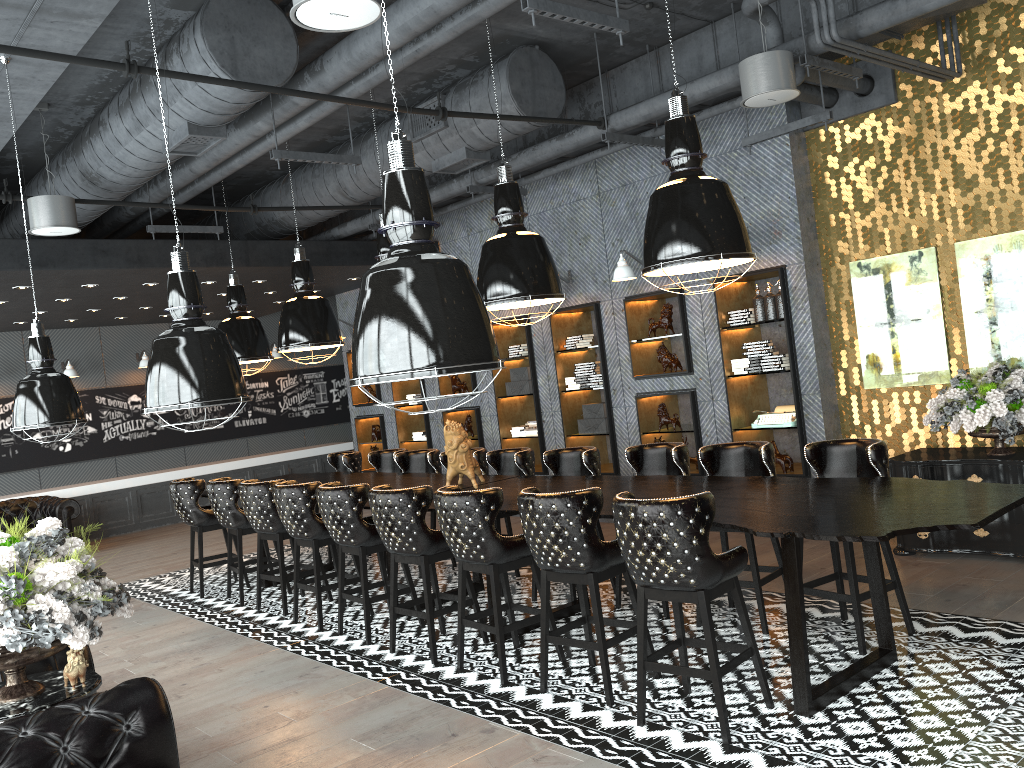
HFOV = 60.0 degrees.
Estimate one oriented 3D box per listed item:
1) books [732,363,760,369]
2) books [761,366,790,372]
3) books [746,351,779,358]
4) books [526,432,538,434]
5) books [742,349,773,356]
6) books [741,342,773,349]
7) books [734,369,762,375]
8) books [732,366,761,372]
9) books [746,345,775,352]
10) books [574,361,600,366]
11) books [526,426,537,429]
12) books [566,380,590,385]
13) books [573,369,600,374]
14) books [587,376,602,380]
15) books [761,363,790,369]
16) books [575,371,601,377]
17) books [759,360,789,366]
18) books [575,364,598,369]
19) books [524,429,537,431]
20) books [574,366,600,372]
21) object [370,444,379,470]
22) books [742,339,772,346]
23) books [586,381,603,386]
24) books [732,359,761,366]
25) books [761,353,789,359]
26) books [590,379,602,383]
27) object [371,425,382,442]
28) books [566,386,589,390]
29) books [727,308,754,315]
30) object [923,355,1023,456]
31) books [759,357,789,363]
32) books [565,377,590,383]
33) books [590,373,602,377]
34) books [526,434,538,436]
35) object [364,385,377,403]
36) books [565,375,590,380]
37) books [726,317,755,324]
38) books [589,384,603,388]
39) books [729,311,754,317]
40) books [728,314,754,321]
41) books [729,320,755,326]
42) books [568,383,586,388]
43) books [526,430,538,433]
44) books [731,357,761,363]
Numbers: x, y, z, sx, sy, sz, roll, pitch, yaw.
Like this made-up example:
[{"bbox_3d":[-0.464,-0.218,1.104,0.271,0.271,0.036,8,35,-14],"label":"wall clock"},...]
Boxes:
[{"bbox_3d":[2.170,-0.170,8.147,0.246,0.028,0.193,-8,1,-39],"label":"books"},{"bbox_3d":[2.390,-0.138,7.928,0.194,0.028,0.245,-8,1,-40],"label":"books"},{"bbox_3d":[2.281,-0.267,8.065,0.245,0.028,0.194,-7,1,32],"label":"books"},{"bbox_3d":[0.295,0.566,10.372,0.159,0.021,0.224,-7,1,-32],"label":"books"},{"bbox_3d":[2.227,-0.289,8.034,0.245,0.028,0.194,-7,1,25],"label":"books"},{"bbox_3d":[2.234,-0.347,8.075,0.245,0.028,0.194,-7,1,29],"label":"books"},{"bbox_3d":[2.196,-0.117,8.151,0.245,0.028,0.193,-7,1,-26],"label":"books"},{"bbox_3d":[2.168,-0.141,8.103,0.245,0.028,0.193,-7,1,-20],"label":"books"},{"bbox_3d":[2.262,-0.322,8.055,0.245,0.028,0.193,-7,1,19],"label":"books"},{"bbox_3d":[0.829,-0.225,9.718,0.245,0.028,0.193,-7,1,24],"label":"books"},{"bbox_3d":[0.288,0.503,10.379,0.197,0.023,0.248,-7,1,-24],"label":"books"},{"bbox_3d":[0.745,-0.017,9.809,0.245,0.028,0.193,-7,1,-35],"label":"books"},{"bbox_3d":[0.817,-0.138,9.695,0.245,0.028,0.193,-7,1,21],"label":"books"},{"bbox_3d":[0.965,-0.070,9.608,0.245,0.028,0.194,-6,1,39],"label":"books"},{"bbox_3d":[2.386,-0.166,7.929,0.193,0.028,0.245,-7,1,-28],"label":"books"},{"bbox_3d":[0.828,-0.111,9.699,0.245,0.028,0.193,-7,1,18],"label":"books"},{"bbox_3d":[2.378,-0.193,7.949,0.194,0.028,0.245,-8,1,-39],"label":"books"},{"bbox_3d":[0.818,-0.195,9.714,0.245,0.028,0.193,-7,1,10],"label":"books"},{"bbox_3d":[0.286,0.525,10.368,0.205,0.019,0.264,-8,1,-42],"label":"books"},{"bbox_3d":[0.824,-0.168,9.732,0.245,0.028,0.193,-7,1,19],"label":"books"},{"bbox_3d":[-1.953,1.069,12.968,0.268,0.362,0.170,-7,0,42],"label":"object"},{"bbox_3d":[2.235,-0.376,8.078,0.245,0.028,0.193,-7,1,20],"label":"books"},{"bbox_3d":[0.946,-0.011,9.577,0.194,0.028,0.245,-7,1,-30],"label":"books"},{"bbox_3d":[2.160,-0.198,8.141,0.193,0.028,0.246,-6,1,44],"label":"books"},{"bbox_3d":[2.392,-0.252,7.940,0.194,0.028,0.245,-8,1,-42],"label":"books"},{"bbox_3d":[0.996,-0.046,9.607,0.194,0.028,0.245,-8,1,-45],"label":"books"},{"bbox_3d":[-1.971,0.715,13.014,0.126,0.249,0.253,-7,0,24],"label":"object"},{"bbox_3d":[0.745,0.040,9.789,0.193,0.028,0.246,-6,1,42],"label":"books"},{"bbox_3d":[2.138,-0.671,8.157,0.194,0.028,0.245,-8,1,-38],"label":"books"},{"bbox_3d":[3.445,0.169,6.349,0.848,0.663,0.875,-7,1,-10],"label":"object"},{"bbox_3d":[2.382,-0.222,7.956,0.194,0.028,0.245,-7,1,-35],"label":"books"},{"bbox_3d":[0.737,-0.044,9.765,0.245,0.028,0.193,-7,1,-28],"label":"books"},{"bbox_3d":[0.994,-0.102,9.586,0.245,0.028,0.194,-6,1,44],"label":"books"},{"bbox_3d":[0.297,0.587,10.362,0.167,0.023,0.228,-8,1,-41],"label":"books"},{"bbox_3d":[-2.045,0.136,12.938,0.155,0.329,0.236,-7,0,-36],"label":"object"},{"bbox_3d":[0.736,-0.073,9.794,0.245,0.028,0.193,-7,1,-34],"label":"books"},{"bbox_3d":[2.128,-0.585,8.165,0.194,0.028,0.245,-7,1,-37],"label":"books"},{"bbox_3d":[0.985,0.013,9.582,0.194,0.028,0.245,-7,1,-37],"label":"books"},{"bbox_3d":[2.155,-0.645,8.141,0.194,0.028,0.245,-8,1,-41],"label":"books"},{"bbox_3d":[2.144,-0.615,8.142,0.194,0.028,0.245,-8,1,-39],"label":"books"},{"bbox_3d":[2.158,-0.560,8.150,0.194,0.028,0.245,-7,1,-36],"label":"books"},{"bbox_3d":[0.767,0.009,9.759,0.246,0.028,0.193,-8,1,-42],"label":"books"},{"bbox_3d":[0.291,0.545,10.373,0.202,0.022,0.228,-8,1,-38],"label":"books"},{"bbox_3d":[2.156,-0.225,8.140,0.246,0.028,0.193,-8,1,-43],"label":"books"}]
